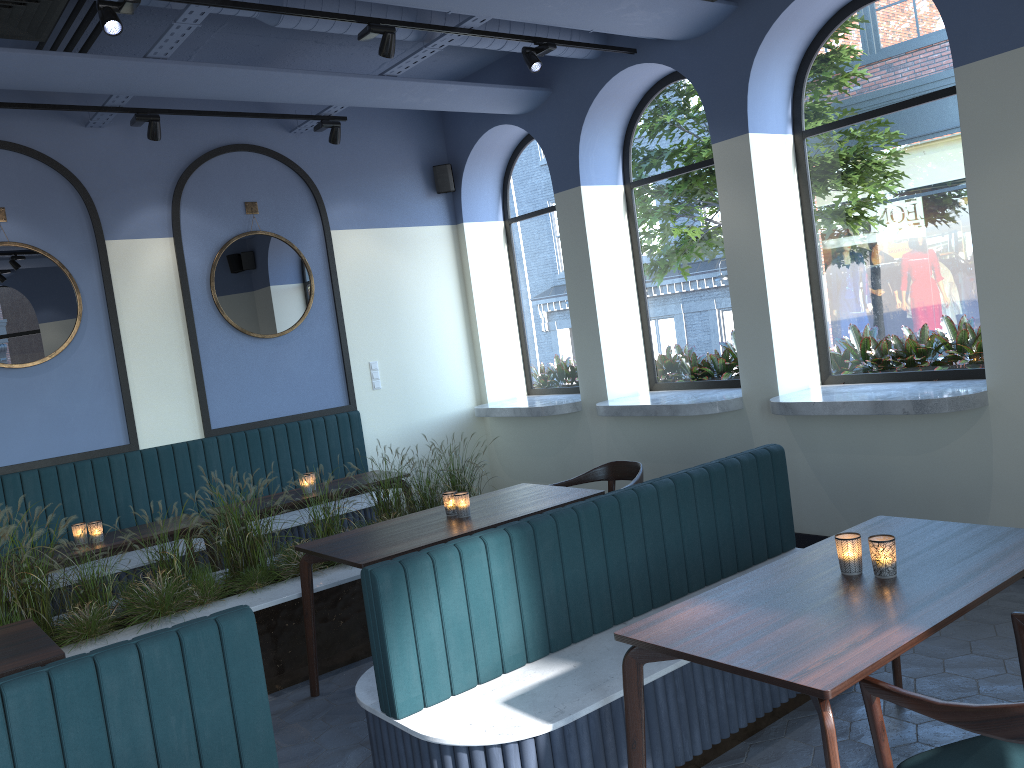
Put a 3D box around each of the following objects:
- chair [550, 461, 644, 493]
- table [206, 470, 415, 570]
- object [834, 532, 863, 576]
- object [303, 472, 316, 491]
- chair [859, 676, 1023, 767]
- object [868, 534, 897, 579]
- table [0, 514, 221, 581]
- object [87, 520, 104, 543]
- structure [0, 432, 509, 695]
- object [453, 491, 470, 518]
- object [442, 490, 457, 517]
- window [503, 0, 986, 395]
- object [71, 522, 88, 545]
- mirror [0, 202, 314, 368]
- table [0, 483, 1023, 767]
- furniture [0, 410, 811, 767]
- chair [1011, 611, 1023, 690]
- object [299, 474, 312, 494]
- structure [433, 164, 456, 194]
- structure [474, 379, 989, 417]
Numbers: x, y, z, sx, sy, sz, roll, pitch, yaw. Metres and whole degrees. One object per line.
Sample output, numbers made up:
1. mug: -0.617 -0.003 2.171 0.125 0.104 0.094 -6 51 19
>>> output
1. chair: 0.539 0.885 5.124 0.525 0.793 0.618 -11 5 -38
2. table: -1.307 1.097 6.029 1.332 0.755 0.548 -10 4 -37
3. object: 1.064 0.536 2.793 0.078 0.120 0.078 -9 4 -20
4. object: -1.373 0.664 6.032 0.078 0.120 0.078 -5 4 36
5. chair: 1.228 0.985 2.038 0.618 0.793 0.525 -9 4 -13
6. object: 1.139 0.530 2.720 0.078 0.120 0.078 -9 4 -20
7. table: -2.403 1.300 5.183 1.332 0.755 0.548 -10 4 -37
8. object: -2.421 0.862 5.163 0.078 0.120 0.078 -5 4 36
9. structure: -1.915 1.046 4.533 4.878 1.207 1.143 -10 4 -36
10. object: -0.249 0.609 4.469 0.078 0.120 0.078 -9 4 -20
11. object: -0.312 0.613 4.544 0.078 0.120 0.078 -9 4 -20
12. window: 0.305 -0.645 1.150 3.897 2.394 14.212 -7 4 13
13. object: -2.518 0.874 5.171 0.078 0.120 0.078 -5 4 36
14. mirror: -3.364 -0.653 6.006 4.357 1.089 0.026 -10 4 -37
15. table: -2.043 1.525 0.824 3.997 0.755 9.778 -5 4 36
16. furniture: -1.705 1.063 4.265 4.800 1.150 4.703 -10 4 -37
17. chair: 1.766 0.886 2.453 0.618 0.793 0.525 -11 5 -38
18. object: -1.380 0.671 5.935 0.078 0.120 0.078 -5 4 36
19. structure: -3.185 -1.136 2.032 7.261 0.268 13.143 -5 4 36
20. structure: 0.254 0.596 1.261 4.315 0.080 14.155 -7 4 14
